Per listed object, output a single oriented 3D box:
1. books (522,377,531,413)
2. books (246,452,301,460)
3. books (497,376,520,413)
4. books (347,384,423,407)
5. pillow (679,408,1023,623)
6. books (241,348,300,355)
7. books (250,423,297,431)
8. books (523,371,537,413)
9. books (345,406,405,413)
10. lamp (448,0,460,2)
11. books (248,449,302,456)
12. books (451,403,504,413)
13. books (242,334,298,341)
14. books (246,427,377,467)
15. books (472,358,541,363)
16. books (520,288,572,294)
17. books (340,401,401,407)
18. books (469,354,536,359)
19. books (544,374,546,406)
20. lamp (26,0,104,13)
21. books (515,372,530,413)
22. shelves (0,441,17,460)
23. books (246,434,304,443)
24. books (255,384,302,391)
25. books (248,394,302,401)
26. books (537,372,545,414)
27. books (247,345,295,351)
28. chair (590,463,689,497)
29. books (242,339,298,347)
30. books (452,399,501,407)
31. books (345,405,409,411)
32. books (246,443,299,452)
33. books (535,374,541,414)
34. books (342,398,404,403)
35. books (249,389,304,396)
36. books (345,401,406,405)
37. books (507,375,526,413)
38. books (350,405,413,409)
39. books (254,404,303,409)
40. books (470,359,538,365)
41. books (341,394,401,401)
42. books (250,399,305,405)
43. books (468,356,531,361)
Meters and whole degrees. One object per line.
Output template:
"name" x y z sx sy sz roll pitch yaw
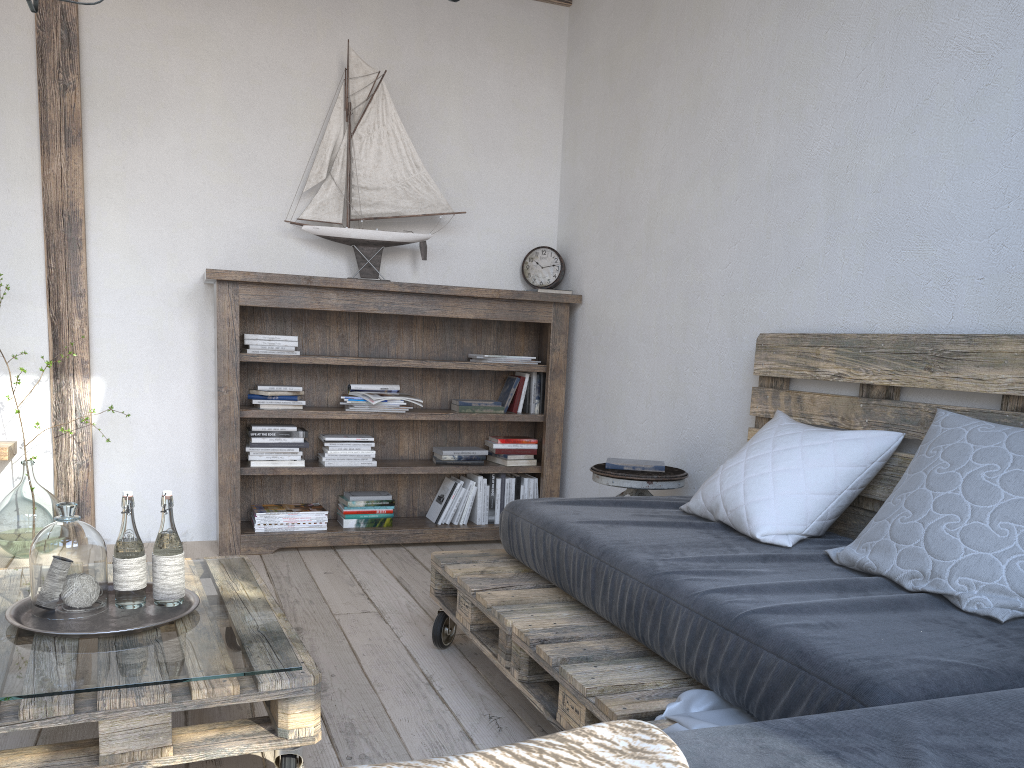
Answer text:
"books" 0.060 0.050 4.234 0.018 0.175 0.115 -1 8 -21
"books" -1.045 0.313 3.849 0.219 0.021 0.155 2 3 -21
"books" -0.024 0.048 4.198 0.082 0.175 0.129 0 8 -20
"books" -0.569 0.052 3.942 0.260 0.089 0.219 0 4 -41
"pillow" 0.823 0.228 2.104 0.351 0.360 1.114 0 4 -21
"books" -1.041 -0.138 3.788 0.219 0.017 0.155 1 3 -26
"books" -1.035 0.188 3.810 0.184 0.019 0.137 2 3 -21
"books" 0.083 0.036 4.234 0.021 0.205 0.133 -1 8 -21
"books" -0.617 0.113 3.943 0.258 0.009 0.202 2 3 -12
"lamp" -0.008 -1.351 1.125 0.406 1.544 0.394 6 10 20
"books" -1.037 0.294 3.844 0.219 0.017 0.155 2 3 -21
"books" -0.164 0.114 4.154 0.219 0.031 0.159 2 3 -18
"books" -1.042 -0.200 3.783 0.219 0.021 0.155 2 3 -21
"books" -0.891 0.277 3.906 0.548 0.154 0.203 2 5 -21
"books" -0.026 -0.112 4.151 0.258 0.009 0.202 1 3 -29
"books" 0.160 -0.433 4.195 0.178 0.026 0.233 2 3 -21
"books" -0.629 0.086 3.947 0.258 0.009 0.202 2 2 -4
"books" -0.048 -0.130 4.144 0.258 0.009 0.202 2 3 -24
"books" 0.146 0.046 4.260 0.020 0.188 0.137 -1 8 -21
"lamp" -1.190 -1.514 2.112 0.398 1.102 0.401 6 9 20
"books" 0.031 0.039 4.218 0.050 0.194 0.136 -1 8 -21
"shelves" -2.747 0.447 3.247 1.602 0.459 0.325 2 7 -21
"books" -1.032 0.236 3.825 0.218 0.021 0.155 1 3 -26
"books" -1.014 0.016 3.821 0.184 0.019 0.137 2 3 -21
"books" -1.027 0.055 3.824 0.208 0.021 0.144 2 3 -5
"books" 0.123 0.038 4.241 0.021 0.204 0.134 -1 8 -21
"books" -1.033 -0.155 3.768 0.184 0.019 0.137 2 3 -21
"chair" 0.444 0.560 3.193 0.354 0.529 0.348 0 8 -17
"books" -1.041 -0.177 3.781 0.219 0.021 0.155 2 3 -21
"books" -0.168 0.088 4.142 0.205 0.021 0.148 2 3 -17
"books" -0.608 0.104 3.945 0.258 0.009 0.202 2 3 -16
"books" -1.041 0.277 3.823 0.219 0.017 0.155 2 3 -16
"books" 0.100 0.044 4.243 0.020 0.188 0.137 -1 8 -21
"books" -0.628 0.068 3.951 0.258 0.009 0.202 2 3 -14
"books" -1.020 0.035 3.820 0.131 0.021 0.198 5 3 35
"books" -0.616 0.078 3.944 0.258 0.009 0.202 2 3 -14
"books" 0.008 0.047 4.206 0.059 0.179 0.137 -1 8 -22
"books" -0.594 0.096 3.947 0.258 0.009 0.202 2 3 -19
"books" -1.017 0.094 3.834 0.184 0.020 0.137 1 3 -26
"books" -0.039 -0.104 4.147 0.258 0.009 0.202 1 3 -26
"books" -0.634 0.059 3.952 0.258 0.009 0.202 2 2 -9
"books" -1.021 0.075 3.829 0.219 0.017 0.155 2 3 -21
"books" -0.061 -0.122 4.145 0.258 0.009 0.202 2 3 -14
